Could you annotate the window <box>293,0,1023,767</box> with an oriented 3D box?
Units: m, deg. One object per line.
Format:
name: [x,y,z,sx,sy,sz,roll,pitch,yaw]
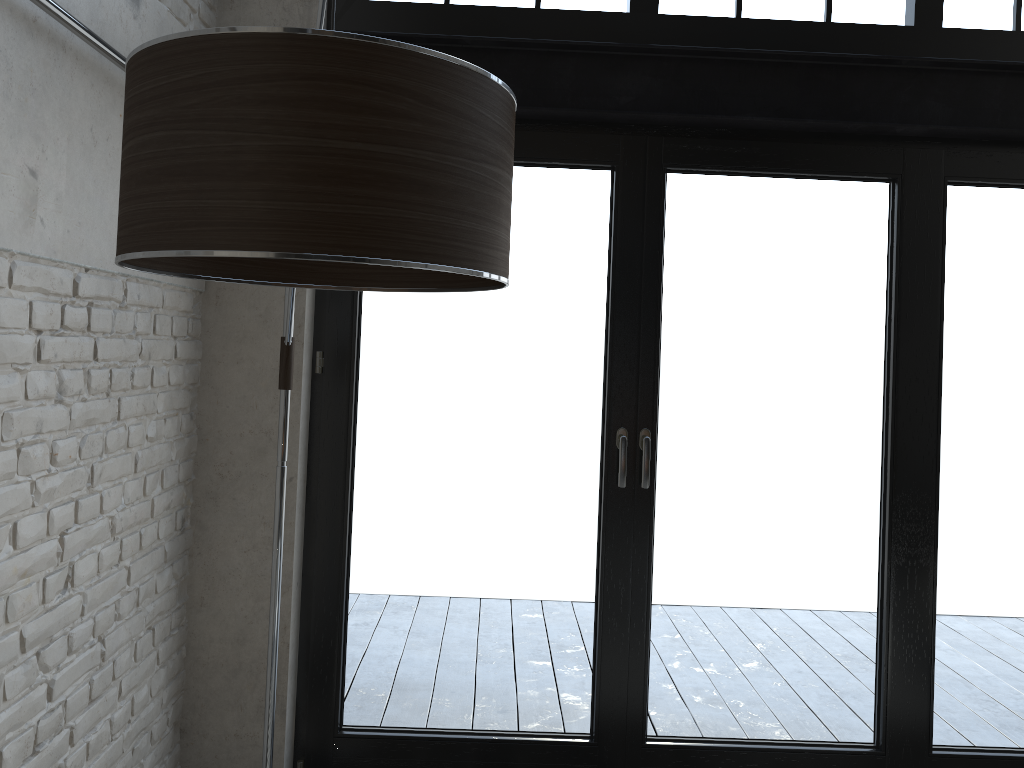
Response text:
window: [1.508,-1.187,1.814,4.282,5.500,2.864,2,-1,-1]

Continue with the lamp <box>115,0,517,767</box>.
lamp: [-0.463,0.312,1.916,0.556,2.331,1.845,3,0,-15]
